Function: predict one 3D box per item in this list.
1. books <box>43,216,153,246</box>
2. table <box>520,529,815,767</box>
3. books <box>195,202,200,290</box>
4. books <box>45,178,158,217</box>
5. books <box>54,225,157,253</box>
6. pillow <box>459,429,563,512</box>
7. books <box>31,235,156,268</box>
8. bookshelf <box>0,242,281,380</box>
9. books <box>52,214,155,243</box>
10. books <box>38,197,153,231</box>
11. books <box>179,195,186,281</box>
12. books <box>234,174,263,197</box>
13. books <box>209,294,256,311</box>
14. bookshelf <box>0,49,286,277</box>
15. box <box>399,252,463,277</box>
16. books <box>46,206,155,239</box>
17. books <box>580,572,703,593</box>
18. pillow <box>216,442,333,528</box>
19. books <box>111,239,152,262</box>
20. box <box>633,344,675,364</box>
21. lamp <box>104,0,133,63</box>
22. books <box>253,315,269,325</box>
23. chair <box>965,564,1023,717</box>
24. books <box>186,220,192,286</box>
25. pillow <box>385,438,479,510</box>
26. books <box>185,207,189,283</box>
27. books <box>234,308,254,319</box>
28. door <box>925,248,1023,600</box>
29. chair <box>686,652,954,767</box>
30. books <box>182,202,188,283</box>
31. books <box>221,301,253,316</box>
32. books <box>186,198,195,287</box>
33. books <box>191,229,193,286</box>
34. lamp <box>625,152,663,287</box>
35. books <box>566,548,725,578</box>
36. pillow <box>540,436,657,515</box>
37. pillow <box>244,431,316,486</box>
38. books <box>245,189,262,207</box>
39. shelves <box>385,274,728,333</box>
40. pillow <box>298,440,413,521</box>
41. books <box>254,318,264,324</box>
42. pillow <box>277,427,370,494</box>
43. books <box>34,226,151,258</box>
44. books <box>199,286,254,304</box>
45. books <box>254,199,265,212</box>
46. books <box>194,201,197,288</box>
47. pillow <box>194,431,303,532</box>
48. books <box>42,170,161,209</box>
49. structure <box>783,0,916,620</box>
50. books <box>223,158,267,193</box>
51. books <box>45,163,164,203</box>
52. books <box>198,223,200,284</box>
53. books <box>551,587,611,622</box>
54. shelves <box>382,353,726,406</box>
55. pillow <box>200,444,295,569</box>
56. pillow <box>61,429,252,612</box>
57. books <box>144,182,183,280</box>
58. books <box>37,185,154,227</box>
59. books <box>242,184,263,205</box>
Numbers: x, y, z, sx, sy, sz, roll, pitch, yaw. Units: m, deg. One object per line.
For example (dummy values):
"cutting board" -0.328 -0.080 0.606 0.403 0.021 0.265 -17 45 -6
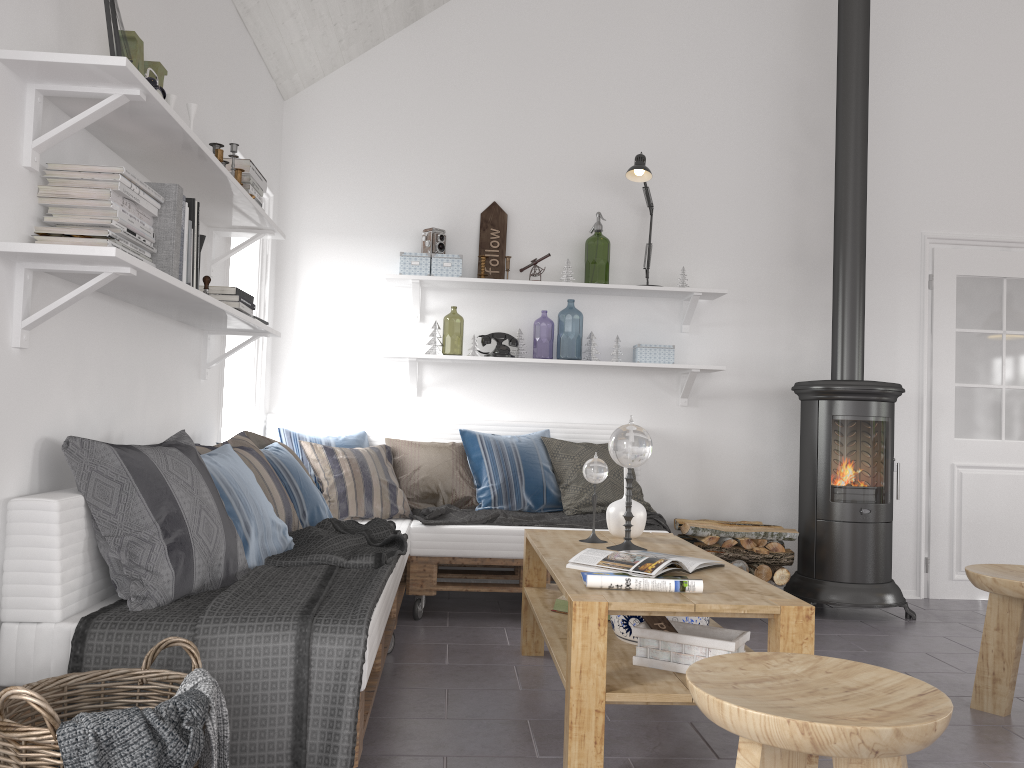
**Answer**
"books" -1.030 -0.379 2.226 0.159 0.012 0.285 2 -3 -4
"table" 0.393 0.809 2.876 0.607 0.485 1.457 2 -3 -4
"books" -1.027 -0.401 2.604 0.210 0.274 0.048 2 -3 -4
"books" -1.027 -0.468 2.236 0.174 0.021 0.273 2 -3 -4
"books" -1.024 -0.365 2.247 0.161 0.013 0.256 2 -3 -4
"pillow" 0.019 0.439 4.515 0.526 0.428 0.311 3 -3 -25
"books" -1.032 -0.320 2.212 0.176 0.025 0.331 2 -3 -4
"bookshelf" -1.038 -0.151 2.771 0.269 0.212 1.820 2 -3 -4
"books" -1.025 -0.390 2.238 0.161 0.012 0.254 2 -3 -4
"books" -1.046 -0.423 2.236 0.182 0.016 0.288 2 -3 -4
"books" -1.010 -0.399 2.455 0.193 0.257 0.046 2 -3 -4
"books" -1.065 -0.768 3.424 0.161 0.027 0.223 2 -3 -4
"books" -1.073 -0.300 3.244 0.212 0.023 0.258 2 -3 -4
"bookshelf" -1.023 -0.561 2.789 0.269 0.212 1.820 2 -3 -4
"box" -0.437 -0.621 4.809 0.332 0.131 0.242 2 -3 -4
"books" -1.033 -0.405 2.245 0.167 0.017 0.263 2 -3 -4
"books" 0.345 0.525 2.404 0.300 0.043 0.229 2 -3 0
"pillow" -0.936 0.445 3.612 0.341 0.408 0.523 1 -3 12
"books" -1.033 -0.337 2.239 0.161 0.013 0.254 2 -3 -4
"box" 0.772 -0.155 4.840 0.202 0.110 0.137 2 -3 -4
"lamp" -0.911 -1.033 2.305 0.196 0.703 0.439 0 -3 31
"books" -1.094 -0.256 3.513 0.202 0.012 0.251 2 -3 -2
"chair" 1.706 0.858 2.873 0.431 0.479 0.431 2 -3 -7
"books" -0.989 -0.367 2.528 0.141 0.203 0.044 2 -3 -4
"pillow" -0.391 0.477 4.497 0.521 0.381 0.366 2 -3 -7
"books" -1.019 -0.386 2.496 0.200 0.236 0.031 2 -3 -4
"books" -1.073 -0.250 3.242 0.191 0.032 0.258 2 -3 -2
"door" 2.823 0.235 5.090 0.902 2.013 0.101 2 -3 -4
"chair" 0.511 0.756 1.517 0.431 0.479 0.431 2 -3 -6
"books" -1.017 -0.391 2.479 0.205 0.243 0.019 2 -3 -4
"books" -1.065 -0.278 3.235 0.191 0.023 0.242 2 -3 -6
"books" -1.020 -0.403 2.563 0.200 0.274 0.038 2 -3 -4
"books" -0.987 -0.358 2.551 0.125 0.185 0.042 2 -3 -4
"lamp" 0.720 -0.867 4.755 0.196 0.703 0.439 1 -3 16
"books" 0.413 0.535 2.706 0.300 0.049 0.422 0 -3 41
"pillow" 0.443 0.479 4.558 0.519 0.395 0.334 3 -3 -26
"pillow" -1.032 0.430 4.020 0.334 0.438 0.545 2 -3 1
"books" -1.069 -0.715 3.431 0.152 0.024 0.238 2 -3 -4
"shelves" 0.233 -0.427 4.804 1.820 0.212 0.269 2 -3 -4
"pillow" -0.744 0.478 4.295 0.516 0.392 0.358 4 -3 -35
"books" -1.088 -0.243 3.511 0.187 0.014 0.248 2 -3 -6
"pillow" -0.923 0.443 4.532 0.534 0.437 0.287 4 -3 -31
"books" -1.047 -0.352 2.222 0.182 0.016 0.288 2 -3 -4
"books" -1.069 -0.326 3.236 0.190 0.028 0.239 2 -3 -2
"books" -1.067 -0.687 3.424 0.172 0.032 0.239 2 -3 -4
"books" -1.024 -0.401 2.581 0.200 0.272 0.054 2 -3 -4
"pillow" -0.965 0.392 3.170 0.316 0.438 0.546 2 -3 9
"books" -1.026 -0.487 2.235 0.182 0.016 0.288 2 -3 -4
"structure" 1.774 -1.265 4.711 0.643 4.887 0.626 3 -3 -28
"books" -1.068 -0.807 3.437 0.176 0.053 0.290 2 -3 -4
"books" -1.014 -0.502 2.230 0.182 0.016 0.288 2 -3 -4
"books" -1.017 -0.372 2.629 0.171 0.219 0.047 2 -3 -4
"books" 0.388 0.754 3.138 0.301 0.079 0.445 0 -3 37
"shelves" 0.219 -0.017 4.786 1.820 0.212 0.269 2 -3 -4
"pillow" -0.910 0.398 2.791 0.331 0.401 0.525 1 -3 15
"pillow" -0.924 0.346 2.341 0.301 0.444 0.534 1 -3 13
"books" -1.008 -0.408 2.408 0.200 0.271 0.050 2 -3 -4
"books" -1.044 -0.445 2.232 0.180 0.028 0.296 2 -3 -4
"books" -1.073 -0.740 3.448 0.161 0.026 0.223 2 -3 -4
